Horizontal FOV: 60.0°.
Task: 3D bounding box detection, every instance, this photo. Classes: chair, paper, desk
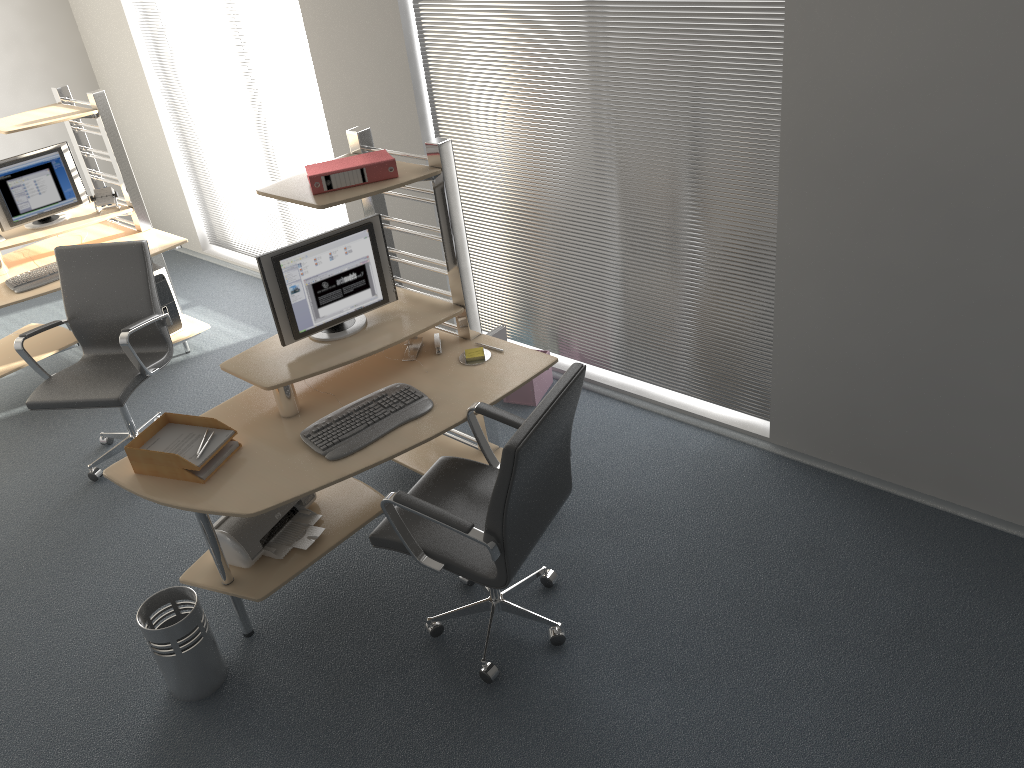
[{"bbox_3d":[-0.097,0.453,3.065,0.652,1.048,0.584,10,36,27],"label":"chair"},{"bbox_3d":[-2.005,-0.088,4.392,0.584,1.048,0.652,-2,32,10],"label":"chair"},{"bbox_3d":[-1.175,0.215,3.169,0.297,0.010,0.210,5,34,21],"label":"paper"},{"bbox_3d":[-0.660,0.064,3.333,0.967,1.566,1.469,20,41,38],"label":"desk"},{"bbox_3d":[-2.747,-0.682,5.035,0.967,1.566,1.469,20,41,38],"label":"desk"},{"bbox_3d":[-1.169,0.259,3.196,0.297,0.019,0.210,5,34,21],"label":"paper"}]

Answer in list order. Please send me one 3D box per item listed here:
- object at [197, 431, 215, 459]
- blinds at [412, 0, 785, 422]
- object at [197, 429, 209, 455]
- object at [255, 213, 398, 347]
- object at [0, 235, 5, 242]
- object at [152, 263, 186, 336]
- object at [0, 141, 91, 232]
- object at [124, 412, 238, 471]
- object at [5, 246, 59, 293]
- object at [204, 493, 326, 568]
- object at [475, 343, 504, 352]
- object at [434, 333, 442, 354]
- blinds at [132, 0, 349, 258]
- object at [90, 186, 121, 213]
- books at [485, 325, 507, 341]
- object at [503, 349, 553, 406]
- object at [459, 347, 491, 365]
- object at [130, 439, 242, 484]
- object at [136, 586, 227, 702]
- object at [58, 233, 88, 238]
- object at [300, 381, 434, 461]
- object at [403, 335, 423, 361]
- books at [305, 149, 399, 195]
[{"bbox_3d":[-1.081,0.217,3.128,0.008,0.009,0.159,-3,32,8],"label":"object"},{"bbox_3d":[0.298,-1.261,3.933,1.950,2.770,0.022,20,41,38],"label":"blinds"},{"bbox_3d":[-1.099,0.206,3.150,0.008,0.009,0.159,-8,31,1],"label":"object"},{"bbox_3d":[-0.730,-0.415,3.517,0.516,0.418,0.245,-20,33,-19],"label":"object"},{"bbox_3d":[-3.010,-0.863,5.038,0.119,0.151,0.150,9,35,26],"label":"object"},{"bbox_3d":[-2.293,-0.538,5.528,0.471,0.422,0.199,20,41,38],"label":"object"},{"bbox_3d":[-2.801,-1.153,5.204,0.516,0.418,0.245,-25,35,-25],"label":"object"},{"bbox_3d":[-1.178,0.200,3.161,0.309,0.060,0.225,5,34,21],"label":"object"},{"bbox_3d":[-2.757,-0.699,5.183,0.478,0.082,0.814,-29,37,-31],"label":"object"},{"bbox_3d":[-0.917,0.521,3.455,0.351,0.162,0.438,8,35,25],"label":"object"},{"bbox_3d":[-0.097,-0.152,3.637,0.158,0.011,0.011,17,40,35],"label":"object"},{"bbox_3d":[-0.309,-0.170,3.686,0.022,0.042,0.134,-9,31,-2],"label":"object"},{"bbox_3d":[-1.795,-2.008,5.638,1.950,2.749,0.037,20,41,38],"label":"blinds"},{"bbox_3d":[-2.435,-1.107,5.313,0.154,0.135,0.093,-12,32,-7],"label":"object"},{"bbox_3d":[-0.107,-0.138,4.725,0.068,0.306,0.220,20,41,38],"label":"books"},{"bbox_3d":[0.077,-0.035,4.650,0.185,0.202,0.245,7,34,23],"label":"object"},{"bbox_3d":[-0.150,-0.120,3.582,0.132,0.026,0.132,20,41,38],"label":"object"},{"bbox_3d":[-1.171,0.248,3.190,0.309,0.060,0.225,5,34,21],"label":"object"},{"bbox_3d":[-1.180,0.938,3.190,0.208,0.377,0.208,-9,31,-1],"label":"object"},{"bbox_3d":[-2.556,-0.867,5.404,0.742,0.088,0.168,21,42,39],"label":"object"},{"bbox_3d":[-0.707,0.060,3.468,0.478,0.082,0.814,-29,37,-31],"label":"object"},{"bbox_3d":[-0.415,-0.166,3.682,0.054,0.064,0.159,-2,32,11],"label":"object"},{"bbox_3d":[-0.614,-0.819,3.355,0.320,0.072,0.262,-15,32,-11],"label":"books"}]
